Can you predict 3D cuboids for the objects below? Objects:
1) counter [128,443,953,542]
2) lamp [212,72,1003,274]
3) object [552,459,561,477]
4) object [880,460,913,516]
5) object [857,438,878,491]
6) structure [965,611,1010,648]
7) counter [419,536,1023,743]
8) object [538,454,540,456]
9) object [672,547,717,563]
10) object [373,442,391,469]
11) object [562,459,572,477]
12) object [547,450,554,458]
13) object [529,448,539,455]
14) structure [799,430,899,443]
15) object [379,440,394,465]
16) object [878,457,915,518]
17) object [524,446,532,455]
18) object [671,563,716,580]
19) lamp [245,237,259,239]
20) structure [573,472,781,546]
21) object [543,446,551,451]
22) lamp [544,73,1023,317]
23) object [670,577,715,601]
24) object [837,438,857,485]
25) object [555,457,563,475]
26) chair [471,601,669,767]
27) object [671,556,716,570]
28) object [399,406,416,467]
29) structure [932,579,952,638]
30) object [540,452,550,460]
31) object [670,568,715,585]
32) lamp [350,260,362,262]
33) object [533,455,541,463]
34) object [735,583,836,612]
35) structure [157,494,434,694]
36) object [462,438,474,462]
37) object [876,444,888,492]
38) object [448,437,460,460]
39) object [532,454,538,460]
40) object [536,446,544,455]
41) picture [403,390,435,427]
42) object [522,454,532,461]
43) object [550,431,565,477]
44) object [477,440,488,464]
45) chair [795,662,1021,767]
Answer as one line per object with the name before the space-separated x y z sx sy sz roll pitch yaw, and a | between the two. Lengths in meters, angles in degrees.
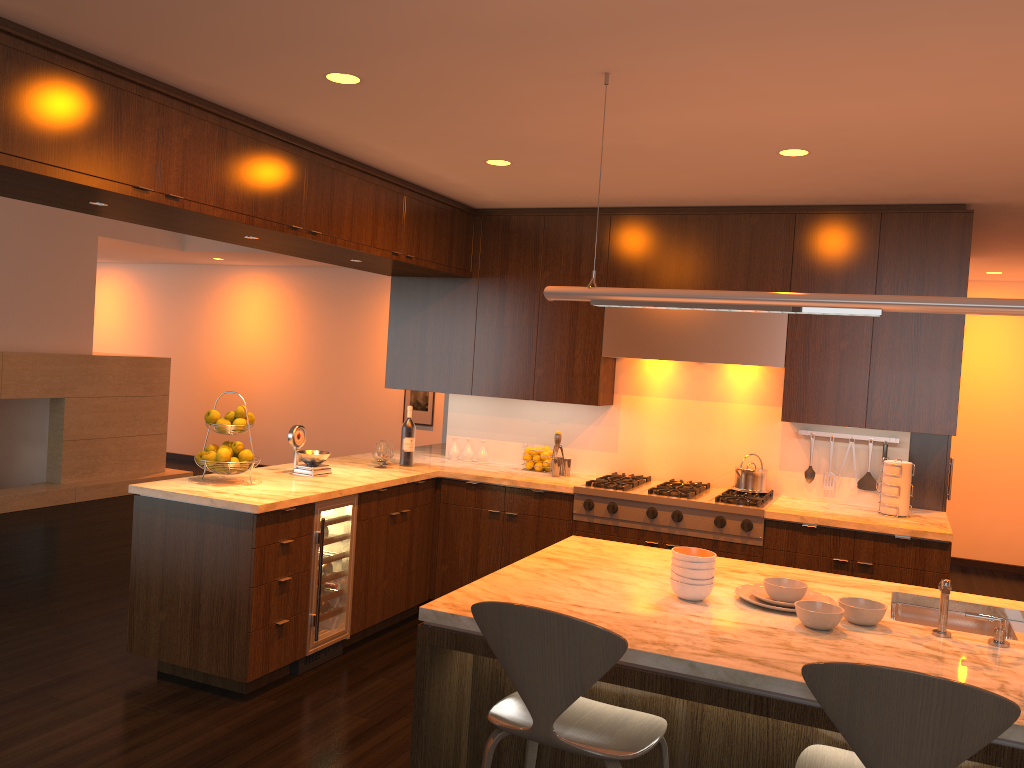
counter | 0.461 0.623 4.966 3.616 0.038 3.187 4 2 24
lamp | -4.322 -1.554 7.907 16.431 0.171 5.868 4 2 24
object | 0.274 0.522 5.512 0.060 0.106 0.060 2 2 -34
object | 2.076 0.562 4.793 0.144 0.286 0.149 4 2 6
object | 2.041 0.460 5.065 0.112 0.303 0.036 4 2 24
structure | 1.511 0.575 2.479 0.321 0.341 0.310 3 2 -29
counter | 1.231 0.745 2.559 2.711 0.038 1.280 4 2 24
object | 0.193 0.463 5.797 0.055 0.051 0.061 2 2 -39
object | 0.572 0.558 2.795 0.140 0.062 0.139 5 2 32
object | -0.794 0.436 5.410 0.112 0.151 0.112 5 2 42
object | 0.341 0.525 5.568 0.060 0.106 0.060 2 2 -34
object | 0.247 0.452 5.749 0.051 0.053 0.063 3 2 -20
object | 0.141 0.434 5.710 0.063 0.051 0.053 4 2 14
structure | 1.933 0.302 5.102 0.541 0.031 0.048 5 2 27
object | -0.794 0.431 5.564 0.112 0.151 0.112 5 2 42
object | 2.073 0.559 4.802 0.168 0.304 0.160 3 2 -22
object | 0.110 0.435 5.752 0.057 0.060 0.052 5 2 45
object | 0.569 0.601 2.796 0.140 0.062 0.139 4 2 24
lamp | -1.255 -0.706 4.272 0.068 0.004 0.068 4 2 4
structure | 0.999 0.616 5.238 1.067 0.422 0.824 4 2 24
object | 0.230 0.435 5.813 0.050 0.060 0.059 2 2 -34
lamp | 1.276 -0.567 2.498 2.465 0.765 0.120 4 2 24
object | 0.566 0.647 2.798 0.140 0.059 0.139 4 2 15
object | 1.934 0.444 5.094 0.114 0.271 0.008 4 2 24
object | 0.297 0.520 5.629 0.060 0.106 0.060 2 2 -34
chair | 0.143 1.056 2.350 0.520 1.047 0.506 5 2 29
object | 0.571 0.579 2.795 0.140 0.064 0.139 4 2 -2
object | -0.653 0.326 5.577 0.095 0.378 0.094 2 2 -41
structure | 1.246 0.646 2.559 0.050 0.161 0.067 4 2 24
object | 0.213 0.462 5.701 0.061 0.052 0.053 3 2 -20
object | 0.568 0.623 2.797 0.140 0.068 0.139 4 2 7
lamp | -0.895 -0.708 5.087 0.068 0.004 0.068 4 2 4
object | 0.159 0.481 5.710 0.052 0.053 0.062 5 2 29
object | 0.867 0.685 2.819 0.310 0.021 0.309 4 2 24
structure | 0.464 1.087 5.036 3.400 0.862 3.060 4 2 24
object | -0.297 0.448 6.009 0.079 0.154 0.079 4 2 7
object | 2.104 0.480 5.019 0.063 0.281 0.063 4 2 1
object | -0.394 0.440 6.054 0.079 0.154 0.079 4 2 7
object | 0.142 0.474 5.764 0.064 0.053 0.051 3 2 -30
object | 0.178 0.432 5.756 0.051 0.053 0.063 3 2 -32
picture | -1.061 -0.121 10.304 0.398 1.200 0.012 4 2 24
object | 0.099 0.475 5.726 0.063 0.051 0.053 4 2 26
object | 0.271 0.431 5.521 0.101 0.288 0.088 2 2 -36
object | -0.197 0.455 5.962 0.079 0.154 0.079 4 2 7
chair | 0.883 1.112 2.069 0.520 1.047 0.506 4 2 24
